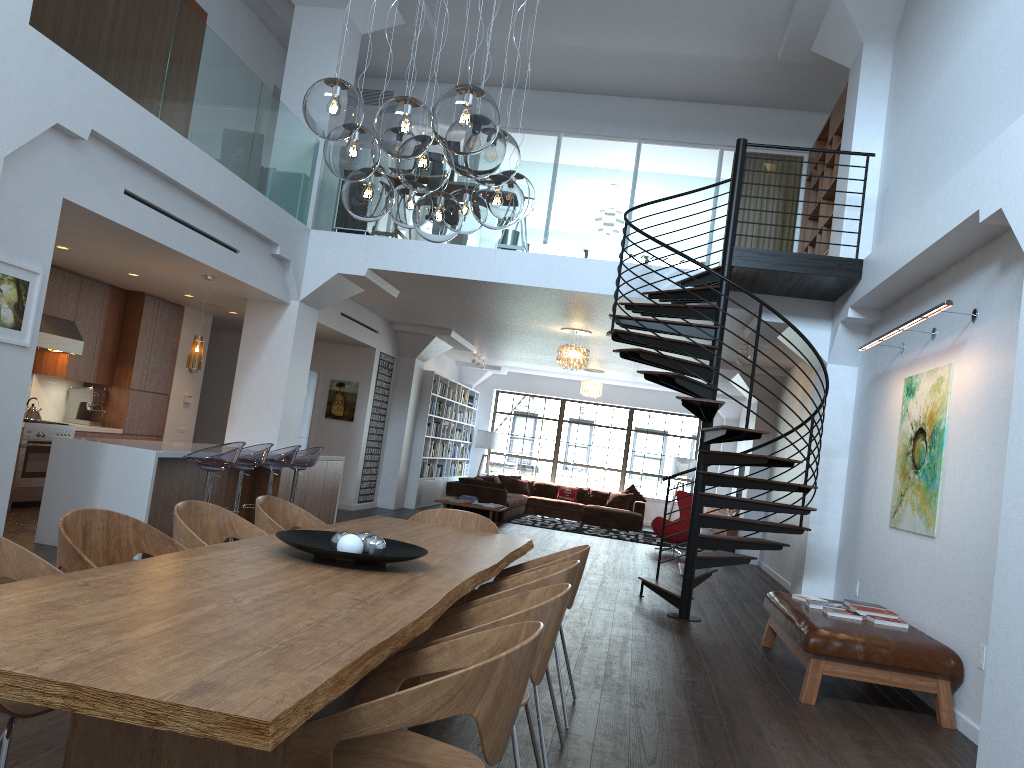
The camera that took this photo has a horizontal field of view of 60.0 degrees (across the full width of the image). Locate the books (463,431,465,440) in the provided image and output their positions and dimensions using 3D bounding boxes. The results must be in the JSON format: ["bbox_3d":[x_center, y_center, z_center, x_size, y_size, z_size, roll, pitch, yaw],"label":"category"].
[{"bbox_3d":[-1.099,1.093,18.891,0.161,0.223,0.032,7,-4,9],"label":"books"}]

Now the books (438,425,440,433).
[{"bbox_3d":[-1.448,0.851,16.462,0.182,0.253,0.034,7,-4,9],"label":"books"}]

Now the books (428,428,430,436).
[{"bbox_3d":[-1.523,0.834,15.768,0.107,0.167,0.017,7,-4,9],"label":"books"}]

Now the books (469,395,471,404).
[{"bbox_3d":[-0.995,0.345,19.070,0.183,0.253,0.042,7,-4,9],"label":"books"}]

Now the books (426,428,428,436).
[{"bbox_3d":[-1.558,0.815,15.647,0.128,0.178,0.022,7,-4,9],"label":"books"}]

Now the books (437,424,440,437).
[{"bbox_3d":[-1.448,0.855,16.421,0.174,0.239,0.045,7,-4,9],"label":"books"}]

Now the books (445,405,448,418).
[{"bbox_3d":[-1.327,0.521,16.947,0.182,0.253,0.034,7,-4,9],"label":"books"}]

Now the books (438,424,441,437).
[{"bbox_3d":[-1.433,0.856,16.494,0.182,0.253,0.034,7,-4,9],"label":"books"}]

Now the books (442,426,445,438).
[{"bbox_3d":[-1.379,0.908,16.899,0.161,0.223,0.032,7,-4,9],"label":"books"}]

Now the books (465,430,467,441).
[{"bbox_3d":[-1.069,1.102,19.165,0.183,0.253,0.042,7,-4,9],"label":"books"}]

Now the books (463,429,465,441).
[{"bbox_3d":[-1.106,1.080,18.930,0.183,0.253,0.042,7,-4,9],"label":"books"}]

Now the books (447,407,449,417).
[{"bbox_3d":[-1.309,0.548,17.074,0.161,0.223,0.027,7,-4,9],"label":"books"}]

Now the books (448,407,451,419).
[{"bbox_3d":[-1.294,0.550,17.192,0.174,0.239,0.045,7,-4,9],"label":"books"}]

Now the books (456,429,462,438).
[{"bbox_3d":[-1.140,1.060,18.578,0.140,0.231,0.042,7,-4,9],"label":"books"}]

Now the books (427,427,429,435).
[{"bbox_3d":[-1.540,0.832,15.681,0.110,0.153,0.019,7,-4,9],"label":"books"}]

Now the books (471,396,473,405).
[{"bbox_3d":[-0.961,0.366,19.285,0.183,0.253,0.042,7,-4,9],"label":"books"}]

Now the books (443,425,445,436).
[{"bbox_3d":[-1.387,0.894,16.939,0.183,0.253,0.042,7,-4,9],"label":"books"}]

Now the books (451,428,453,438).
[{"bbox_3d":[-1.272,0.980,17.664,0.161,0.223,0.030,7,-4,9],"label":"books"}]

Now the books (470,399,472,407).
[{"bbox_3d":[-0.973,0.361,19.243,0.183,0.253,0.042,7,-4,9],"label":"books"}]

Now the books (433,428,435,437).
[{"bbox_3d":[-1.495,0.824,16.129,0.170,0.245,0.057,7,-4,9],"label":"books"}]

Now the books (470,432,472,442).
[{"bbox_3d":[-0.986,1.174,19.720,0.182,0.215,0.188,7,-4,9],"label":"books"}]

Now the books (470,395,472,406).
[{"bbox_3d":[-0.973,0.358,19.199,0.183,0.253,0.042,7,-4,9],"label":"books"}]

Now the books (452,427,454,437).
[{"bbox_3d":[-1.267,0.976,17.768,0.171,0.246,0.036,7,-4,9],"label":"books"}]

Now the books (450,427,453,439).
[{"bbox_3d":[-1.284,0.958,17.596,0.174,0.251,0.051,7,-4,9],"label":"books"}]

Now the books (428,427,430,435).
[{"bbox_3d":[-1.527,0.834,15.744,0.106,0.162,0.032,7,-4,9],"label":"books"}]

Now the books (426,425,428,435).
[{"bbox_3d":[-1.562,0.809,15.622,0.134,0.184,0.030,7,-4,9],"label":"books"}]

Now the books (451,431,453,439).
[{"bbox_3d":[-1.279,0.968,17.701,0.183,0.253,0.039,7,-4,9],"label":"books"}]

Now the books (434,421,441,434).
[{"bbox_3d":[-1.432,0.842,16.559,0.176,0.294,0.102,7,-4,9],"label":"books"}]

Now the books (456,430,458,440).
[{"bbox_3d":[-1.195,1.039,18.213,0.140,0.206,0.042,7,-4,9],"label":"books"}]

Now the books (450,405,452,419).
[{"bbox_3d":[-1.282,0.540,17.331,0.197,0.283,0.065,7,-4,9],"label":"books"}]

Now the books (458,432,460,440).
[{"bbox_3d":[-1.157,1.078,18.435,0.109,0.171,0.018,7,-4,9],"label":"books"}]

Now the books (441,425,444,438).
[{"bbox_3d":[-1.393,0.892,16.826,0.174,0.240,0.054,7,-4,9],"label":"books"}]

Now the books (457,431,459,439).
[{"bbox_3d":[-1.182,1.051,18.292,0.136,0.196,0.045,7,-4,9],"label":"books"}]

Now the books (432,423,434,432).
[{"bbox_3d":[-1.512,0.790,16.005,0.176,0.290,0.053,7,-4,9],"label":"books"}]

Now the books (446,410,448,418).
[{"bbox_3d":[-1.327,0.537,17.017,0.167,0.230,0.037,7,-4,9],"label":"books"}]

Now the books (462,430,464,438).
[{"bbox_3d":[-1.121,1.082,18.774,0.161,0.223,0.032,7,-4,9],"label":"books"}]

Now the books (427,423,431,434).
[{"bbox_3d":[-1.530,0.803,15.807,0.140,0.231,0.042,7,-4,9],"label":"books"}]

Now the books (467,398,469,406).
[{"bbox_3d":[-1.001,0.348,18.906,0.161,0.223,0.032,7,-4,9],"label":"books"}]

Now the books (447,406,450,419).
[{"bbox_3d":[-1.304,0.542,17.143,0.170,0.245,0.057,7,-4,9],"label":"books"}]

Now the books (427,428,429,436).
[{"bbox_3d":[-1.539,0.834,15.699,0.110,0.153,0.018,7,-4,9],"label":"books"}]

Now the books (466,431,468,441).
[{"bbox_3d":[-1.058,1.120,19.254,0.174,0.236,0.142,7,-4,8],"label":"books"}]

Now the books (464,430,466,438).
[{"bbox_3d":[-1.093,1.091,19.002,0.171,0.246,0.039,7,-4,9],"label":"books"}]

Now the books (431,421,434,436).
[{"bbox_3d":[-1.525,0.787,15.945,0.197,0.283,0.065,7,-4,9],"label":"books"}]

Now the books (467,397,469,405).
[{"bbox_3d":[-1.014,0.344,18.877,0.161,0.223,0.033,7,-4,9],"label":"books"}]

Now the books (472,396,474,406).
[{"bbox_3d":[-0.942,0.378,19.414,0.183,0.253,0.042,7,-4,9],"label":"books"}]

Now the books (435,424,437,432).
[{"bbox_3d":[-1.482,0.843,16.254,0.167,0.230,0.037,7,-4,9],"label":"books"}]

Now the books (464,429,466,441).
[{"bbox_3d":[-1.086,1.091,19.081,0.180,0.259,0.042,7,-4,9],"label":"books"}]

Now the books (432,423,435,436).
[{"bbox_3d":[-1.499,0.823,16.078,0.174,0.239,0.045,7,-4,9],"label":"books"}]

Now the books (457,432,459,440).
[{"bbox_3d":[-1.171,1.066,18.344,0.128,0.178,0.022,7,-4,9],"label":"books"}]

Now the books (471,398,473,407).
[{"bbox_3d":[-0.955,0.370,19.328,0.183,0.253,0.042,7,-4,9],"label":"books"}]

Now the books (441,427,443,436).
[{"bbox_3d":[-1.401,0.896,16.783,0.161,0.223,0.032,7,-4,9],"label":"books"}]

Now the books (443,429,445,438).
[{"bbox_3d":[-1.362,0.930,17.054,0.161,0.207,0.135,7,-4,8],"label":"books"}]

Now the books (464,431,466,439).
[{"bbox_3d":[-1.090,1.092,19.041,0.160,0.251,0.039,7,-4,9],"label":"books"}]

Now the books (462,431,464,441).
[{"bbox_3d":[-1.113,1.078,18.818,0.174,0.240,0.054,7,-4,9],"label":"books"}]

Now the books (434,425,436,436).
[{"bbox_3d":[-1.481,0.842,16.194,0.161,0.223,0.027,7,-4,9],"label":"books"}]

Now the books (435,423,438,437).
[{"bbox_3d":[-1.463,0.839,16.323,0.182,0.253,0.034,7,-4,9],"label":"books"}]

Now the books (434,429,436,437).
[{"bbox_3d":[-1.479,0.845,16.221,0.161,0.223,0.026,7,-4,9],"label":"books"}]

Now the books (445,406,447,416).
[{"bbox_3d":[-1.340,0.519,16.848,0.174,0.239,0.045,7,-4,9],"label":"books"}]

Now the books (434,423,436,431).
[{"bbox_3d":[-1.491,0.825,16.170,0.159,0.250,0.026,7,-4,9],"label":"books"}]
